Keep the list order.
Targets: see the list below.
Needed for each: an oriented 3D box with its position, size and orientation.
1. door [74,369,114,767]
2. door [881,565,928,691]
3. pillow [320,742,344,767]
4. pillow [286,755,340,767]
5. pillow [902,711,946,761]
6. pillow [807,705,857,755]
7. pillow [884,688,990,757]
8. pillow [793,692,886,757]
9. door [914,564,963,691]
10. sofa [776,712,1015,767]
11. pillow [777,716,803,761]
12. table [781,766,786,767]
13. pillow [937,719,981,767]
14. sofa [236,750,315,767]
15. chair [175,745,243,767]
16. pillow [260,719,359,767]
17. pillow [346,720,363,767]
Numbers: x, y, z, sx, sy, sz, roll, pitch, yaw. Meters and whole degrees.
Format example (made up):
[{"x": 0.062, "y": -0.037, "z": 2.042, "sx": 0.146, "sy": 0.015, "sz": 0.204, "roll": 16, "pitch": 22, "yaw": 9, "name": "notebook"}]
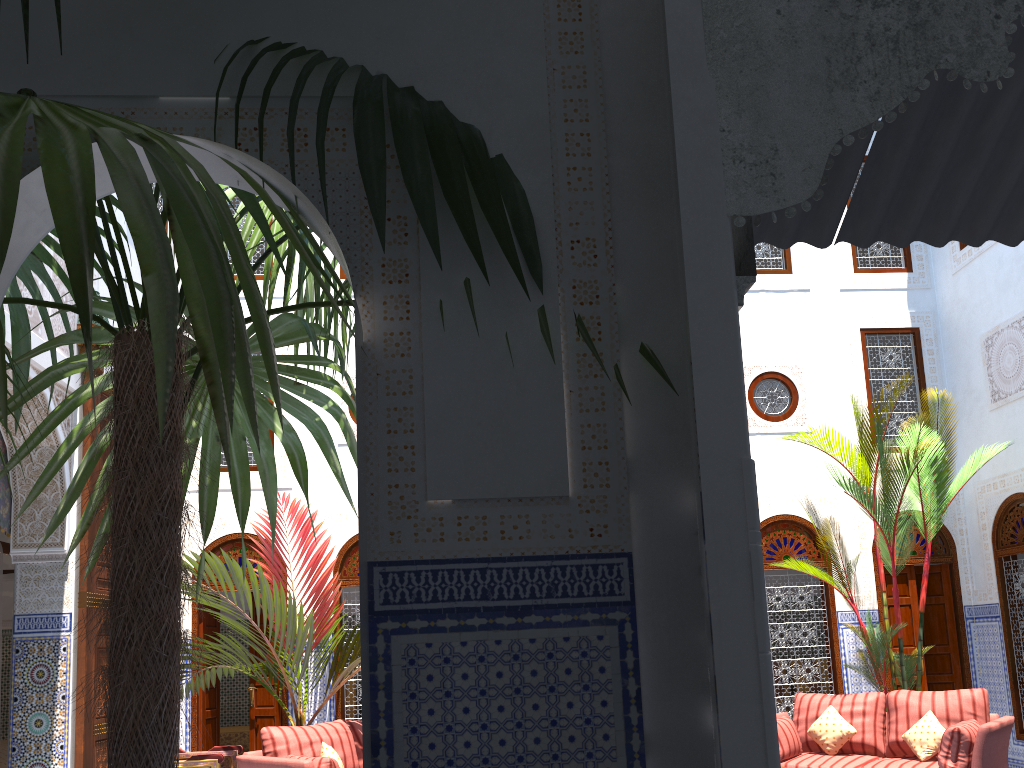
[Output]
[{"x": -2.082, "y": 1.216, "z": 4.524, "sx": 0.123, "sy": 2.457, "sz": 0.597, "roll": -3, "pitch": -9, "yaw": 0, "name": "door"}, {"x": 2.851, "y": 2.045, "z": 6.350, "sx": 0.285, "sy": 1.429, "sz": 0.126, "roll": -2, "pitch": -8, "yaw": -5, "name": "door"}, {"x": -0.931, "y": 2.001, "z": 4.567, "sx": 0.133, "sy": 0.267, "sz": 0.313, "roll": -2, "pitch": -13, "yaw": -4, "name": "pillow"}, {"x": -0.982, "y": 1.979, "z": 4.362, "sx": 0.386, "sy": 0.247, "sz": 0.190, "roll": -15, "pitch": -17, "yaw": 41, "name": "pillow"}, {"x": 2.269, "y": 1.925, "z": 4.799, "sx": 0.148, "sy": 0.252, "sz": 0.288, "roll": -2, "pitch": -13, "yaw": -5, "name": "pillow"}, {"x": 1.879, "y": 2.041, "z": 5.167, "sx": 0.131, "sy": 0.271, "sz": 0.307, "roll": 5, "pitch": -15, "yaw": -38, "name": "pillow"}, {"x": 2.405, "y": 1.937, "z": 4.971, "sx": 0.568, "sy": 0.392, "sz": 0.310, "roll": -13, "pitch": -15, "yaw": 36, "name": "pillow"}, {"x": 1.984, "y": 2.071, "z": 5.330, "sx": 0.591, "sy": 0.370, "sz": 0.305, "roll": -15, "pitch": -17, "yaw": 39, "name": "pillow"}, {"x": 3.138, "y": 2.061, "z": 6.445, "sx": 0.288, "sy": 1.429, "sz": 0.024, "roll": -7, "pitch": -9, "yaw": 26, "name": "door"}, {"x": 2.100, "y": 2.183, "z": 5.013, "sx": 1.384, "sy": 0.527, "sz": 0.742, "roll": -16, "pitch": -19, "yaw": 39, "name": "sofa"}, {"x": 1.591, "y": 2.119, "z": 5.211, "sx": 0.190, "sy": 0.246, "sz": 0.385, "roll": -12, "pitch": -17, "yaw": 40, "name": "pillow"}, {"x": 1.369, "y": 2.248, "z": 4.734, "sx": 0.293, "sy": 0.316, "sz": 0.293, "roll": -13, "pitch": -16, "yaw": 39, "name": "table"}, {"x": 2.350, "y": 1.889, "z": 4.574, "sx": 0.190, "sy": 0.237, "sz": 0.402, "roll": -12, "pitch": -17, "yaw": 40, "name": "pillow"}, {"x": -0.794, "y": 2.261, "z": 4.840, "sx": 0.744, "sy": 0.527, "sz": 1.382, "roll": -14, "pitch": -19, "yaw": 38, "name": "sofa"}, {"x": -1.852, "y": 2.193, "z": 5.015, "sx": 0.503, "sy": 1.055, "sz": 0.498, "roll": -2, "pitch": -10, "yaw": -5, "name": "chair"}, {"x": -1.096, "y": 2.042, "z": 4.764, "sx": 0.295, "sy": 0.381, "sz": 0.590, "roll": -12, "pitch": -17, "yaw": 39, "name": "pillow"}, {"x": -0.732, "y": 2.153, "z": 5.192, "sx": 0.325, "sy": 0.365, "sz": 0.569, "roll": -13, "pitch": -17, "yaw": 39, "name": "pillow"}]
